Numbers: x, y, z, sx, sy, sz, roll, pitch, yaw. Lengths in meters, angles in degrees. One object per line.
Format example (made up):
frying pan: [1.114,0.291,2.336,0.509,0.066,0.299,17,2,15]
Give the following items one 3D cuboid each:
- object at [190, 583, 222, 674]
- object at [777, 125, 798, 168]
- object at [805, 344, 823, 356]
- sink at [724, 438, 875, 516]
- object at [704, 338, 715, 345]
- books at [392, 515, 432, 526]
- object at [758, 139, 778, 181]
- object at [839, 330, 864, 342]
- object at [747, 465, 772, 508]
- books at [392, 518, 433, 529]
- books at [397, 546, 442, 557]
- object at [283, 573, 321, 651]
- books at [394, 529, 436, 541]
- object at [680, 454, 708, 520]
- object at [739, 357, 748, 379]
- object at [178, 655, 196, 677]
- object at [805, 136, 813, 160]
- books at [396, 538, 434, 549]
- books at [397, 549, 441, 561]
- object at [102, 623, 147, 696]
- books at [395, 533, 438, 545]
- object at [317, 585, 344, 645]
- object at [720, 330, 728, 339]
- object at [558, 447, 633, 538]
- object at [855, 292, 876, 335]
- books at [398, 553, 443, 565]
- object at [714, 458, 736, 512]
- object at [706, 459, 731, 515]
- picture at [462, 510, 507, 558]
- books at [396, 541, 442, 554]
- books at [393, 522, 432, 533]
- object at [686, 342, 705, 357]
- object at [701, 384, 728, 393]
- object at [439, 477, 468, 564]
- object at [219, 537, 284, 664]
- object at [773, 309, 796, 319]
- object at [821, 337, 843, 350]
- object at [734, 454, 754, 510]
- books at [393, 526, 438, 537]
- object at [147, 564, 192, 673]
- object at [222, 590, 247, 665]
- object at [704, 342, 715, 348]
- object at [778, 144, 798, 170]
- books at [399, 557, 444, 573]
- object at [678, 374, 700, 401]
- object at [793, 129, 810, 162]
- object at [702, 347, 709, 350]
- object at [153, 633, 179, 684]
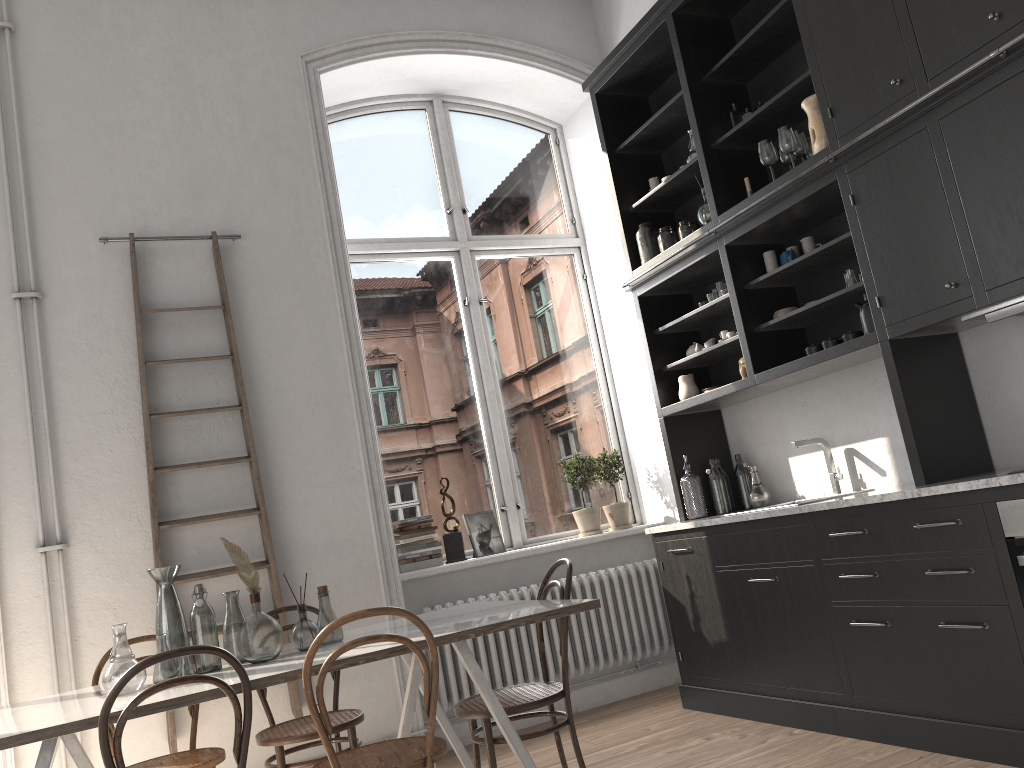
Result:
object: [-1.075,0.849,3.093,0.086,0.301,0.086,-3,-12,-40]
object: [1.245,-1.041,3.967,0.083,0.221,0.083,-14,-10,20]
object: [1.366,-0.152,3.990,0.088,0.059,0.104,-4,-12,-37]
sink: [1.356,0.525,4.186,0.514,0.504,0.527,-6,-10,-26]
object: [1.065,-0.221,4.790,0.055,0.047,0.058,-9,-9,-11]
books: [-0.572,0.765,4.964,0.201,0.024,0.159,-4,-11,-35]
object: [1.190,-1.011,4.082,0.083,0.221,0.083,-11,-9,5]
object: [1.464,-0.201,3.806,0.104,0.059,0.088,-8,-10,-17]
object: [1.302,0.543,4.710,0.132,0.219,0.120,-6,-10,-25]
books: [-0.560,0.783,4.954,0.205,0.020,0.155,-6,-10,-26]
books: [-0.536,0.934,4.931,0.255,0.014,0.193,-7,-10,-22]
object: [-0.764,0.824,3.229,0.106,0.283,0.107,-5,-10,-31]
books: [-0.548,0.845,4.944,0.205,0.022,0.155,-5,-11,-30]
object: [0.971,0.553,4.803,0.109,0.349,0.109,-2,-12,-44]
object: [1.168,-0.076,4.419,0.069,0.123,0.173,-12,-9,6]
object: [-1.088,0.936,2.958,0.058,0.094,0.058,-11,-9,2]
object: [1.414,-1.043,4.139,0.083,0.221,0.083,-11,-9,5]
books: [-0.540,0.889,4.937,0.205,0.022,0.155,-9,-10,-12]
books: [-0.536,0.950,4.910,0.249,0.023,0.175,-6,-10,-25]
object: [-1.255,0.886,2.857,0.132,0.219,0.132,-4,-11,-36]
books: [-0.543,0.867,4.947,0.222,0.024,0.158,-6,-10,-26]
object: [-0.698,0.866,3.334,0.101,0.211,0.101,-13,-9,13]
object: [1.119,-0.251,4.655,0.039,0.055,0.049,-10,-9,-5]
object: [0.523,0.661,5.487,0.500,0.523,0.234,-4,-11,-36]
object: [1.524,-0.295,3.713,0.124,0.191,0.129,-11,-9,2]
books: [-0.531,0.973,4.907,0.249,0.023,0.175,-5,-11,-30]
object: [1.163,0.561,4.904,0.086,0.301,0.086,-9,-9,-11]
object: [1.109,0.553,4.793,0.086,0.301,0.086,-3,-12,-40]
picture: [-0.182,0.877,5.156,0.221,0.264,0.149,-2,-12,-42]
books: [-0.542,0.914,4.935,0.245,0.028,0.194,-5,-11,-30]
books: [-0.568,0.806,4.945,0.231,0.023,0.163,-9,-9,-10]
object: [1.028,-0.184,4.942,0.140,0.100,0.125,-2,-13,-44]
object: [1.110,0.038,4.764,0.180,0.037,0.180,-3,-12,-40]
object: [-0.355,0.770,5.056,0.122,0.487,0.102,-10,-9,-1]
object: [-0.898,0.743,3.099,0.156,0.445,0.157,-9,-9,-8]
object: [-1.268,0.948,3.414,5.825,1.840,0.793,-7,-10,-21]
object: [1.404,-0.176,3.886,0.104,0.059,0.088,-19,-12,42]
object: [1.263,0.532,4.837,0.086,0.301,0.086,-14,-9,19]
books: [-0.557,0.826,4.945,0.243,0.019,0.175,-6,-10,-26]
object: [-1.215,0.844,3.156,0.116,0.382,0.116,-8,-9,-15]
object: [-0.998,0.877,3.203,0.100,0.254,0.098,-18,-12,40]
object: [1.069,-0.202,4.787,0.056,0.033,0.058,-18,-12,38]
object: [1.289,-1.024,4.112,0.083,0.221,0.083,-5,-11,-33]
books: [-0.528,1.005,4.902,0.248,0.043,0.193,-6,-10,-26]
object: [0.974,0.027,4.882,0.116,0.144,0.127,-19,-12,42]
object: [1.322,-1.043,4.039,0.083,0.221,0.083,-6,-10,-27]
object: [1.072,-0.188,4.786,0.085,0.017,0.085,-5,-11,-30]
object: [-1.186,0.932,3.021,0.083,0.157,0.084,-5,-10,-30]
